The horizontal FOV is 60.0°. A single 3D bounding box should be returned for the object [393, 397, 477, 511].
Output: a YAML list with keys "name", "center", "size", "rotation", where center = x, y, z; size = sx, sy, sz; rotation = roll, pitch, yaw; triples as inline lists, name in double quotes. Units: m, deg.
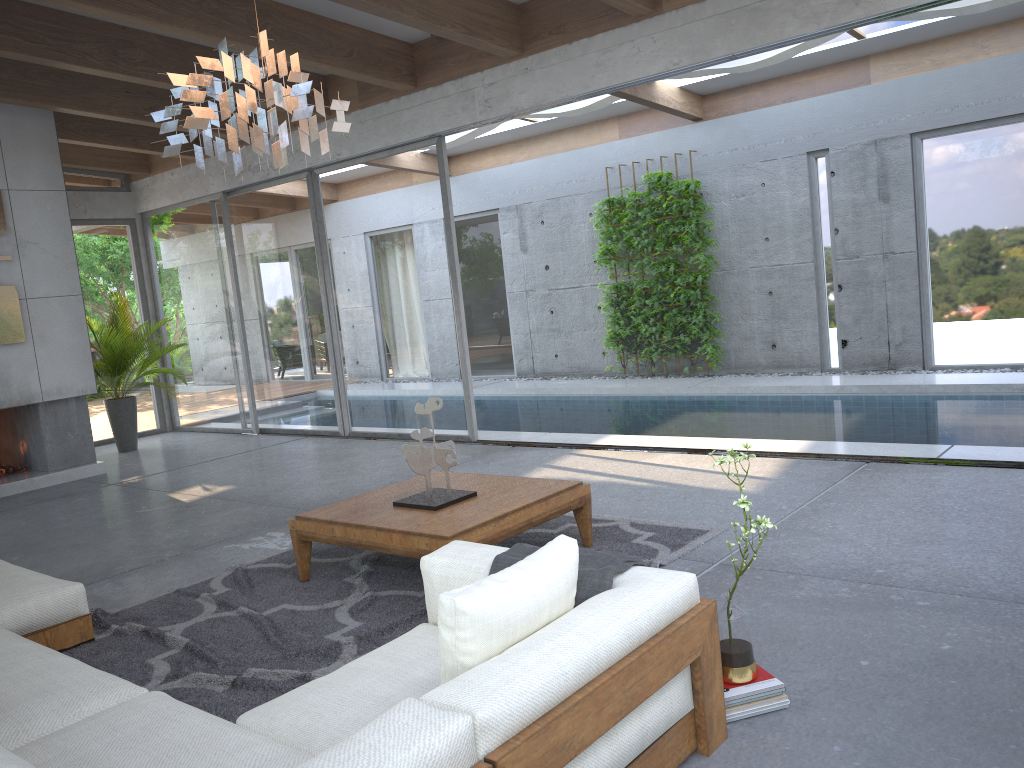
- name: "object"
  center: [-0.423, 0.323, 4.426]
  size: [0.379, 0.518, 0.346]
  rotation: [-1, 8, 40]

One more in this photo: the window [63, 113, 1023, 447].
- name: "window"
  center: [-0.366, -0.913, 4.032]
  size: [23.280, 3.764, 14.294]
  rotation: [-1, 8, 40]

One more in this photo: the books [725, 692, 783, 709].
- name: "books"
  center: [0.689, 0.950, 2.831]
  size: [0.219, 0.012, 0.286]
  rotation: [-8, 6, -15]

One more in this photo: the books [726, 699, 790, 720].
- name: "books"
  center: [0.706, 0.974, 2.820]
  size: [0.219, 0.012, 0.286]
  rotation: [-8, 6, -15]

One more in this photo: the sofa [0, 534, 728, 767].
- name: "sofa"
  center: [-1.456, 0.897, 3.001]
  size: [3.733, 0.777, 1.965]
  rotation: [-1, 8, 40]

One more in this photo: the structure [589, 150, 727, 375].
- name: "structure"
  center: [3.359, -1.174, 7.059]
  size: [2.739, 2.687, 10.282]
  rotation: [-10, 7, -32]

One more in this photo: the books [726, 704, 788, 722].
- name: "books"
  center: [0.703, 0.986, 2.825]
  size: [0.219, 0.012, 0.286]
  rotation: [-8, 6, -15]

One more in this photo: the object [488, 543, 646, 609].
- name: "object"
  center: [0.138, 0.878, 2.651]
  size: [0.472, 0.704, 0.857]
  rotation: [-1, 8, 36]

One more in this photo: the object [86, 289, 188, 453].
- name: "object"
  center: [-4.383, -0.156, 9.820]
  size: [1.484, 1.819, 1.798]
  rotation: [-12, 9, -42]

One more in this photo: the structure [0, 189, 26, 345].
- name: "structure"
  center: [-4.722, -0.972, 7.527]
  size: [0.041, 1.351, 0.919]
  rotation: [-1, 8, 40]

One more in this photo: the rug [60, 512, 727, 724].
- name: "rug"
  center: [-0.727, 0.977, 4.103]
  size: [2.187, 0.056, 3.186]
  rotation: [-1, 8, 40]

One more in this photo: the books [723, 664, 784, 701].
- name: "books"
  center: [0.691, 0.925, 2.825]
  size: [0.219, 0.012, 0.286]
  rotation: [-8, 6, -15]

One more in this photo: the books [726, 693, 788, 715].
- name: "books"
  center: [0.701, 0.962, 2.822]
  size: [0.219, 0.012, 0.286]
  rotation: [-8, 6, -15]

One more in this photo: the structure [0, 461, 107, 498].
- name: "structure"
  center: [-5.404, 0.734, 8.433]
  size: [2.203, 0.595, 2.012]
  rotation: [-1, 8, 40]

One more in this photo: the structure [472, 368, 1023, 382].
- name: "structure"
  center: [2.627, -0.097, 10.870]
  size: [13.673, 0.068, 0.477]
  rotation: [-1, 8, 40]

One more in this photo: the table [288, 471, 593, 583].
- name: "table"
  center: [-0.343, 0.748, 4.478]
  size: [1.112, 0.352, 1.048]
  rotation: [-1, 8, 40]

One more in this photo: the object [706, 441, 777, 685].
- name: "object"
  center: [0.705, 0.549, 2.722]
  size: [0.171, 0.750, 0.238]
  rotation: [-9, 7, -28]

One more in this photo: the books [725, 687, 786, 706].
- name: "books"
  center: [0.697, 0.937, 2.825]
  size: [0.219, 0.012, 0.286]
  rotation: [-8, 6, -15]

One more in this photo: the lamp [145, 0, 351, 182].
- name: "lamp"
  center: [-1.139, -1.501, 3.407]
  size: [0.862, 1.400, 0.636]
  rotation: [-6, 6, -3]
